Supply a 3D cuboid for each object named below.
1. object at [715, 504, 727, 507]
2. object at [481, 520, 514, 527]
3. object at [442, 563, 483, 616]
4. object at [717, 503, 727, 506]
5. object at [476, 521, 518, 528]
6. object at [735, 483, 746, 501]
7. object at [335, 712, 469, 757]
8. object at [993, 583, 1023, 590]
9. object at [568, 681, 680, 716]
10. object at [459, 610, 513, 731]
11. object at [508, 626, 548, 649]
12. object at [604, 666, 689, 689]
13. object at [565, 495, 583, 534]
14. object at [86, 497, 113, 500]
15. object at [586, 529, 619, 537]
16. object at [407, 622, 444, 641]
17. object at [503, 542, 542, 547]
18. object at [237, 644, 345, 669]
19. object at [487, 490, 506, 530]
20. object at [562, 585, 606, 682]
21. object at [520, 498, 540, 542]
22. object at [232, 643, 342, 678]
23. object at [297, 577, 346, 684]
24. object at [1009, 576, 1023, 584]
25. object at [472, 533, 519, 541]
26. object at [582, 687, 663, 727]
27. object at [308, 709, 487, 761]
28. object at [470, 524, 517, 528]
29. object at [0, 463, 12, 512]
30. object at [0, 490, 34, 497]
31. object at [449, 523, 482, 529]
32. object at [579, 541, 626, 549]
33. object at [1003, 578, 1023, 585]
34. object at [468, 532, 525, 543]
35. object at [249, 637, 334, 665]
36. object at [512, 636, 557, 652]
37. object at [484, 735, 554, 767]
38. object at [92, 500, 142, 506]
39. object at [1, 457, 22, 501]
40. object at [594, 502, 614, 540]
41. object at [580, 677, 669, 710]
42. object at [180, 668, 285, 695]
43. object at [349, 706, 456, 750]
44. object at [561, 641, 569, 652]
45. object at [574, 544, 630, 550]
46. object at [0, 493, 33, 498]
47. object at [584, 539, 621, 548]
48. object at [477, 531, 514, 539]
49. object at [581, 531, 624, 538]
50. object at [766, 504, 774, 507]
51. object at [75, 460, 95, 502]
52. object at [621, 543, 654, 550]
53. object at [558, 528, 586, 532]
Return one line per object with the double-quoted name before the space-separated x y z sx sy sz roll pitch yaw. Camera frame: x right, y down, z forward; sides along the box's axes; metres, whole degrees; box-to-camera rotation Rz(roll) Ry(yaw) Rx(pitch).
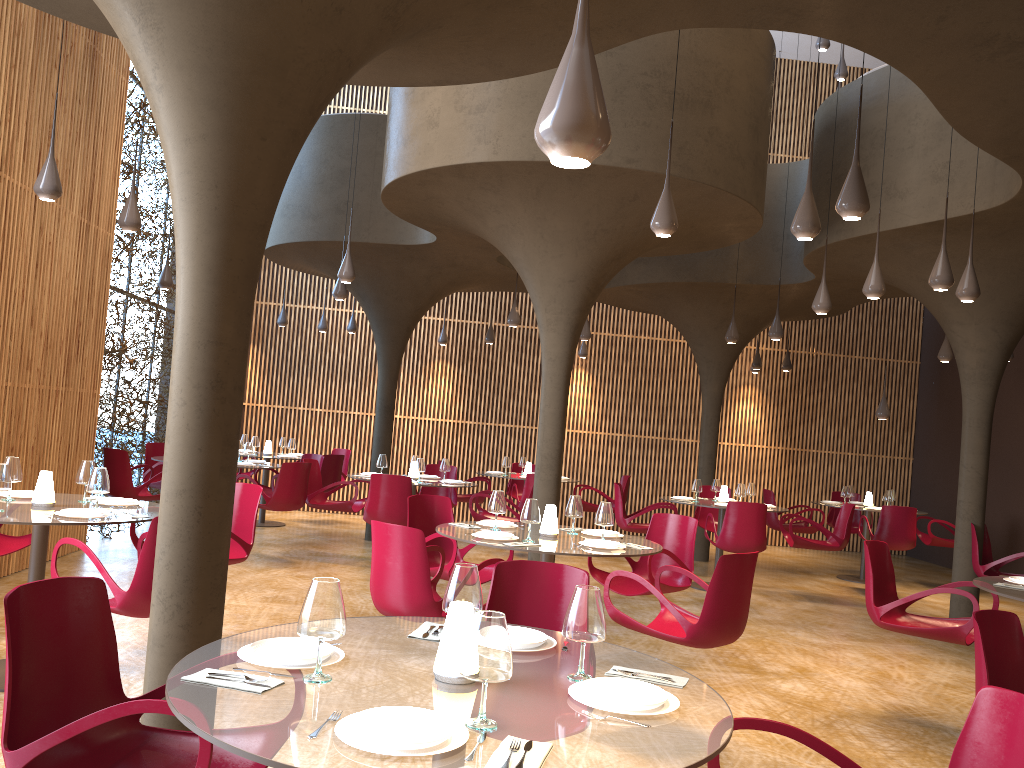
"object" 2.733 1.542 11.230 0.332 0.014 0.332 5 -3 -15
"object" -0.115 1.094 6.933 0.263 0.029 0.263 6 -3 -33
"object" -0.173 0.779 3.097 0.142 0.295 0.142 5 -2 -14
"object" 2.734 1.533 11.230 0.263 0.029 0.263 4 -3 14
"object" -0.116 1.103 6.932 0.331 0.014 0.332 4 -3 12
"object" 2.930 1.428 11.373 0.142 0.295 0.142 5 -1 -13
"object" -0.272 0.866 2.199 0.332 0.014 0.332 5 -3 1
"object" 3.339 1.345 5.859 0.261 0.017 0.126 2 -4 41
"object" 0.332 0.937 2.643 0.332 0.014 0.331 6 -3 -32
"object" -0.069 0.752 2.333 0.142 0.295 0.142 4 -1 12
"object" -0.001 0.928 3.239 0.263 0.029 0.263 5 -3 3
"object" 0.445 0.967 2.923 0.262 0.017 0.126 4 -3 19
"object" 0.480 1.012 6.871 0.142 0.295 0.142 4 -1 10
"object" -3.022 0.854 6.577 0.262 0.017 0.126 7 -4 -44
"object" 0.701 1.159 6.881 0.263 0.029 0.263 2 -4 41
"object" -0.297 0.923 3.305 0.126 0.017 0.262 4 -3 9
"object" 0.068 1.079 5.950 0.262 0.017 0.126 7 -4 -41
"object" -0.698 0.860 2.809 0.332 0.014 0.331 7 -4 -43
"object" -0.115 0.955 6.702 0.142 0.295 0.142 4 -2 38
"object" 0.231 0.801 2.850 0.142 0.295 0.142 5 -1 6
"object" 0.126 0.950 6.187 0.142 0.295 0.142 5 -1 -9
"object" -0.698 0.861 2.814 0.204 0.012 0.411 4 -3 11
"object" -0.561 0.724 2.616 0.142 0.295 0.142 5 -2 -20
"object" 3.553 1.356 6.073 0.263 0.029 0.263 3 -3 32
"object" -0.117 1.068 6.189 0.332 0.014 0.331 7 -4 -41
"object" 0.332 0.938 2.639 0.204 0.012 0.411 4 -3 15
"object" -0.277 0.867 2.200 0.410 0.012 0.204 4 -3 9
"object" -0.113 1.105 6.936 0.411 0.012 0.204 7 -4 -44
"object" -3.202 0.645 5.530 0.142 0.295 0.142 5 -1 -4
"object" -3.505 0.785 6.324 0.263 0.029 0.263 5 -3 -2
"object" -0.359 1.082 6.753 0.126 0.017 0.262 7 -4 -40
"object" 0.632 1.130 6.202 0.331 0.014 0.332 4 -3 16
"object" 3.552 1.365 6.073 0.332 0.014 0.332 5 -3 3
"object" -0.121 1.069 6.191 0.410 0.012 0.204 2 -4 44
"object" -0.697 0.850 2.809 0.263 0.029 0.263 6 -3 -27
"object" -0.002 0.937 3.239 0.332 0.014 0.332 5 -3 -13
"object" 0.016 0.893 2.112 0.126 0.017 0.262 4 -3 13
"object" -2.825 0.852 6.347 0.331 0.014 0.332 4 -3 21
"object" -3.450 0.651 6.098 0.142 0.295 0.142 4 -2 13
"object" 0.669 1.007 6.436 0.142 0.295 0.142 3 -2 42
"object" 0.333 0.927 2.643 0.263 0.029 0.263 3 -3 32
"object" -0.793 0.845 2.522 0.262 0.017 0.126 4 -3 15
"object" -0.271 0.856 2.200 0.263 0.029 0.263 7 -3 -35
"object" 0.003 0.939 3.239 0.410 0.012 0.204 4 -3 5
"object" 0.629 1.131 6.198 0.411 0.012 0.204 7 -4 -40
"object" -3.506 0.794 6.324 0.332 0.014 0.331 6 -3 -31
"object" 0.633 1.121 6.202 0.263 0.029 0.263 7 -3 -39
"object" -0.116 1.058 6.189 0.263 0.029 0.263 6 -3 -32
"object" 0.701 1.168 6.881 0.331 0.014 0.332 4 -3 19
"object" 3.317 1.603 11.702 0.263 0.029 0.263 5 -3 3
"object" -3.046 0.696 6.344 0.142 0.295 0.142 5 -1 0
"object" 0.885 1.166 6.364 0.126 0.017 0.262 7 -3 -36
"object" 0.497 1.169 7.105 0.126 0.017 0.262 2 -4 44
